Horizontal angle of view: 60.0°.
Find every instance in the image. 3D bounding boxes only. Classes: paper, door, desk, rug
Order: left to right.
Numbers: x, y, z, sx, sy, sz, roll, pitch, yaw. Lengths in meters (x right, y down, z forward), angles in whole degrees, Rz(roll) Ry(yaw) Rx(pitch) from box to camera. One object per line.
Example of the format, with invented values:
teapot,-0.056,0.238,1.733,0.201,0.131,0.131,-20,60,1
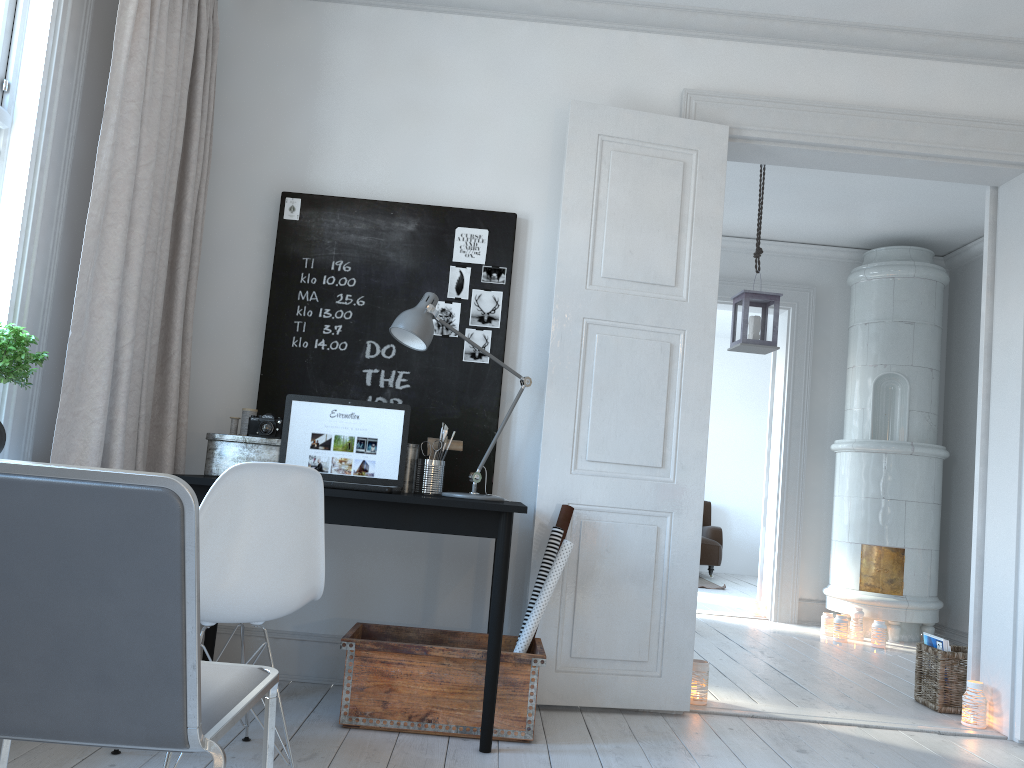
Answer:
desk,-0.569,0.739,3.025,1.159,0.757,0.652,5,-6,-1
paper,0.062,0.835,3.120,0.043,0.668,0.267,0,-8,44
paper,0.062,0.846,3.060,0.283,0.625,0.041,7,-6,-22
paper,0.091,0.804,3.194,0.048,0.745,0.298,0,-8,44
rug,1.205,1.950,9.187,1.710,0.055,1.459,5,-6,0
door,1.349,0.447,6.698,2.599,2.501,0.578,5,-5,-1
door,1.417,0.113,3.696,2.599,2.501,0.578,5,-5,-1

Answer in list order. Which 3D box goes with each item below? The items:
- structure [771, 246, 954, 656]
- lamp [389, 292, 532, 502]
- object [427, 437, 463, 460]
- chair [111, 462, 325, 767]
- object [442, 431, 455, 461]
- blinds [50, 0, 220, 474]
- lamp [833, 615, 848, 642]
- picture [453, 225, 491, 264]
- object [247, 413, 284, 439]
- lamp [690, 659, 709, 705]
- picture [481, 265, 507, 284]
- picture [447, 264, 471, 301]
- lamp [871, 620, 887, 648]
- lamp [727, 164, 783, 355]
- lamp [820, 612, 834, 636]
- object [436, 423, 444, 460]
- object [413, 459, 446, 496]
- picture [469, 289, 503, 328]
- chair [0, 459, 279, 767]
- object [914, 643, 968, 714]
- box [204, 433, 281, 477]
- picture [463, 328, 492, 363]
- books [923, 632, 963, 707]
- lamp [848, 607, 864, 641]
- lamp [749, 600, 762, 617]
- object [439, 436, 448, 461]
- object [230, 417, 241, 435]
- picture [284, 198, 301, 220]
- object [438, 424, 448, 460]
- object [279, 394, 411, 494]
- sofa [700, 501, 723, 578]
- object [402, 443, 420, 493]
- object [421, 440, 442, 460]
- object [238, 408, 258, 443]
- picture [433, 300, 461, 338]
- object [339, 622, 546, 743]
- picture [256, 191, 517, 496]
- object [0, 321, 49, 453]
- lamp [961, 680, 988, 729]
structure,2.545,0.415,6.182,0.800,2.822,1.250,0,-8,44
lamp,-0.190,0.054,3.220,0.617,0.715,0.230,8,-6,-30
object,-0.255,0.310,3.316,0.138,0.208,0.034,7,-6,-21
chair,-0.770,0.615,2.388,0.475,0.822,0.554,9,-7,-36
object,-0.258,0.289,3.264,0.084,0.239,0.009,8,-6,-24
blinds,-1.216,-0.271,3.041,0.225,2.642,0.832,5,-6,-1
lamp,2.135,1.586,5.758,0.089,0.165,0.089,5,-6,1
picture,-0.163,-0.560,3.552,0.147,0.154,0.004,5,-5,-1
object,-0.876,0.147,3.154,0.137,0.087,0.073,5,-6,-1
lamp,0.750,1.207,3.591,0.089,0.166,0.089,6,-6,-8
picture,-0.072,-0.438,3.544,0.095,0.071,0.001,5,-5,-1
picture,-0.211,-0.404,3.537,0.083,0.145,0.002,5,-5,-1
lamp,2.337,1.592,5.647,0.089,0.165,0.089,5,-6,-2
lamp,1.457,-1.066,5.160,0.228,1.759,0.229,5,-5,-4
lamp,2.130,1.622,5.987,0.084,0.146,0.084,5,-6,4
object,-0.276,0.274,3.280,0.008,0.267,0.060,4,-6,16
object,-0.303,0.343,3.257,0.108,0.128,0.108,4,-6,14
picture,-0.103,-0.303,3.529,0.121,0.152,0.002,5,-5,-1
chair,-0.651,0.522,1.343,0.562,0.796,0.525,5,-6,-1
object,1.997,1.325,3.987,0.270,0.264,0.224,5,-6,-1
box,-0.949,0.270,3.234,0.317,0.152,0.193,5,-6,-1
picture,-0.137,-0.154,3.515,0.103,0.136,0.001,5,-5,-1
books,1.987,1.292,3.991,0.201,0.299,0.180,5,-6,-1
lamp,2.291,1.594,5.894,0.098,0.209,0.098,5,-6,4
lamp,1.816,1.674,6.607,0.093,0.110,0.094,3,-6,16
object,-0.270,0.298,3.268,0.009,0.221,0.083,2,-6,28
object,-1.029,0.157,3.284,0.040,0.069,0.040,6,-6,-13
picture,-0.880,-0.701,3.550,0.061,0.088,0.004,5,-5,-4
object,-0.272,0.277,3.280,0.012,0.263,0.062,0,-7,41
object,-0.591,0.194,2.989,0.445,0.315,0.326,5,-6,-1
sofa,1.228,1.642,9.983,2.165,0.823,0.970,5,-6,-1
object,-0.392,0.319,3.330,0.079,0.188,0.079,7,-6,-22
object,-0.311,0.304,3.272,0.081,0.198,0.050,3,-6,24
object,-0.973,0.151,3.220,0.056,0.130,0.167,5,-6,-2
picture,-0.262,-0.258,3.521,0.107,0.150,0.001,5,-5,-1
object,-0.235,1.006,3.008,0.664,0.282,0.340,5,-6,-1
picture,-0.505,-0.151,3.537,0.953,1.170,0.064,5,-5,-1
object,-1.472,0.012,2.441,0.310,0.406,0.272,10,-8,-41
lamp,1.888,1.308,3.619,0.093,0.179,0.093,7,-6,-18
